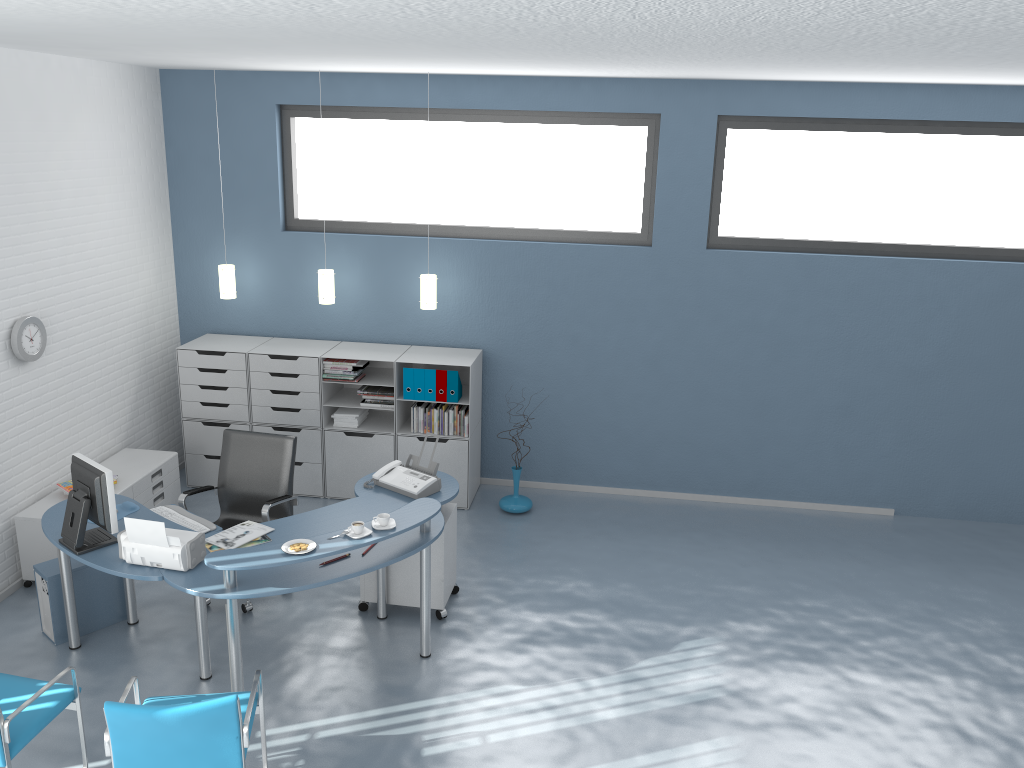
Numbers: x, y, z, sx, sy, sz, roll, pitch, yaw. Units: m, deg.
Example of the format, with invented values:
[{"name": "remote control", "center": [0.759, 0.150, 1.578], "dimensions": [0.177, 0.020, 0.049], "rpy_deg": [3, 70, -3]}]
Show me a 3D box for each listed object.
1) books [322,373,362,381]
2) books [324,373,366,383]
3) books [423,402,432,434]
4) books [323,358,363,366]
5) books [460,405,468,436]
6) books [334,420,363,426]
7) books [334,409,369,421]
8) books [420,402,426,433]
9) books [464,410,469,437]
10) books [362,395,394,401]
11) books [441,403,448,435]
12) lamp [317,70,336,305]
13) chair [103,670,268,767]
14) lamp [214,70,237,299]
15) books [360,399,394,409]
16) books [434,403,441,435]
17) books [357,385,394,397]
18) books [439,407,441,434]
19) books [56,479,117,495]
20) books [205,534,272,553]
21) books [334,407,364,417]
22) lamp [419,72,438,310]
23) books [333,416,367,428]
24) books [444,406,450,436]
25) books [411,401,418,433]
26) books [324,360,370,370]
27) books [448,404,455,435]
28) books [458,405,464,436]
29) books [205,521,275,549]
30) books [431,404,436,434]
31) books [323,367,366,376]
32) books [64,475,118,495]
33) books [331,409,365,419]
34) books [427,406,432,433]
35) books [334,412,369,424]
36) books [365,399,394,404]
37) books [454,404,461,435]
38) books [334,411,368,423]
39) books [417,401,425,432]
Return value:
[{"name": "books", "center": [-1.296, -0.076, 6.790], "dimensions": [0.240, 0.034, 0.234], "rpy_deg": [4, 16, 7]}, {"name": "books", "center": [-1.283, -0.053, 6.807], "dimensions": [0.265, 0.019, 0.209], "rpy_deg": [4, 16, 7]}, {"name": "books", "center": [-0.647, 0.258, 6.784], "dimensions": [0.032, 0.203, 0.157], "rpy_deg": [4, 16, 7]}, {"name": "books", "center": [-1.283, -0.182, 6.769], "dimensions": [0.258, 0.024, 0.212], "rpy_deg": [4, 16, 7]}, {"name": "books", "center": [-0.363, 0.276, 6.748], "dimensions": [0.032, 0.203, 0.157], "rpy_deg": [4, 16, 7]}, {"name": "books", "center": [-1.266, 0.276, 6.950], "dimensions": [0.190, 0.015, 0.270], "rpy_deg": [3, 16, 4]}, {"name": "books", "center": [-1.257, 0.231, 6.942], "dimensions": [0.190, 0.015, 0.270], "rpy_deg": [4, 16, 9]}, {"name": "books", "center": [-0.674, 0.259, 6.788], "dimensions": [0.022, 0.198, 0.157], "rpy_deg": [4, 16, 7]}, {"name": "books", "center": [-0.334, 0.300, 6.740], "dimensions": [0.032, 0.163, 0.178], "rpy_deg": [4, 16, 7]}, {"name": "books", "center": [-0.998, 0.080, 6.810], "dimensions": [0.251, 0.034, 0.197], "rpy_deg": [4, 16, 7]}, {"name": "books", "center": [-0.513, 0.245, 6.761], "dimensions": [0.021, 0.247, 0.157], "rpy_deg": [4, 16, 7]}, {"name": "lamp", "center": [-1.404, -1.483, 6.596], "dimensions": [0.120, 1.786, 0.120], "rpy_deg": [-9, 19, -32]}, {"name": "chair", "center": [-1.333, 1.474, 3.677], "dimensions": [0.542, 0.707, 0.543], "rpy_deg": [-1, 16, -8]}, {"name": "lamp", "center": [-2.196, -1.533, 6.695], "dimensions": [0.120, 1.786, 0.120], "rpy_deg": [-9, 19, -32]}, {"name": "books", "center": [-1.007, 0.137, 6.820], "dimensions": [0.265, 0.034, 0.212], "rpy_deg": [4, 16, 7]}, {"name": "books", "center": [-0.561, 0.258, 6.767], "dimensions": [0.038, 0.217, 0.166], "rpy_deg": [4, 16, 7]}, {"name": "books", "center": [-1.014, 0.046, 6.789], "dimensions": [0.283, 0.041, 0.224], "rpy_deg": [4, 16, 7]}, {"name": "books", "center": [-0.533, 0.265, 6.771], "dimensions": [0.017, 0.203, 0.155], "rpy_deg": [4, 16, 7]}, {"name": "books", "center": [-2.768, 0.650, 5.773], "dimensions": [0.210, 0.020, 0.300], "rpy_deg": [16, 21, 40]}, {"name": "books", "center": [-1.411, 0.803, 4.536], "dimensions": [0.300, 0.005, 0.200], "rpy_deg": [-11, 20, -36]}, {"name": "books", "center": [-1.264, 0.203, 6.930], "dimensions": [0.190, 0.015, 0.270], "rpy_deg": [2, 16, 2]}, {"name": "lamp", "center": [-0.612, -1.433, 6.498], "dimensions": [0.120, 1.786, 0.120], "rpy_deg": [-9, 19, -32]}, {"name": "books", "center": [-1.266, 0.290, 6.954], "dimensions": [0.190, 0.015, 0.270], "rpy_deg": [4, 16, 7]}, {"name": "books", "center": [-0.489, 0.279, 6.759], "dimensions": [0.032, 0.184, 0.173], "rpy_deg": [4, 16, 7]}, {"name": "books", "center": [-0.736, 0.252, 6.795], "dimensions": [0.040, 0.203, 0.157], "rpy_deg": [4, 16, 7]}, {"name": "books", "center": [-1.262, -0.155, 6.787], "dimensions": [0.298, 0.034, 0.187], "rpy_deg": [4, 16, 7]}, {"name": "books", "center": [-0.452, 0.270, 6.759], "dimensions": [0.040, 0.203, 0.157], "rpy_deg": [4, 16, 7]}, {"name": "books", "center": [-0.390, 0.277, 6.752], "dimensions": [0.022, 0.198, 0.157], "rpy_deg": [4, 16, 7]}, {"name": "books", "center": [-1.413, 0.783, 4.597], "dimensions": [0.200, 0.010, 0.300], "rpy_deg": [11, 19, 31]}, {"name": "books", "center": [-0.594, 0.265, 6.784], "dimensions": [0.032, 0.193, 0.146], "rpy_deg": [4, 16, 7]}, {"name": "books", "center": [-1.281, -0.115, 6.788], "dimensions": [0.265, 0.044, 0.212], "rpy_deg": [4, 16, 7]}, {"name": "books", "center": [-2.755, 0.660, 5.813], "dimensions": [0.210, 0.020, 0.300], "rpy_deg": [2, 16, 2]}, {"name": "books", "center": [-1.276, 0.220, 6.927], "dimensions": [0.190, 0.015, 0.270], "rpy_deg": [4, 16, 7]}, {"name": "books", "center": [-0.621, 0.274, 6.785], "dimensions": [0.021, 0.172, 0.157], "rpy_deg": [4, 16, 7]}, {"name": "books", "center": [-1.256, 0.261, 6.948], "dimensions": [0.190, 0.015, 0.270], "rpy_deg": [4, 16, 9]}, {"name": "books", "center": [-0.986, 0.111, 6.809], "dimensions": [0.224, 0.023, 0.212], "rpy_deg": [4, 16, 7]}, {"name": "books", "center": [-0.415, 0.258, 6.760], "dimensions": [0.032, 0.229, 0.138], "rpy_deg": [4, 16, 7]}, {"name": "books", "center": [-1.258, 0.248, 6.939], "dimensions": [0.190, 0.015, 0.270], "rpy_deg": [4, 16, 7]}, {"name": "books", "center": [-0.699, 0.240, 6.796], "dimensions": [0.032, 0.229, 0.138], "rpy_deg": [4, 16, 7]}]
